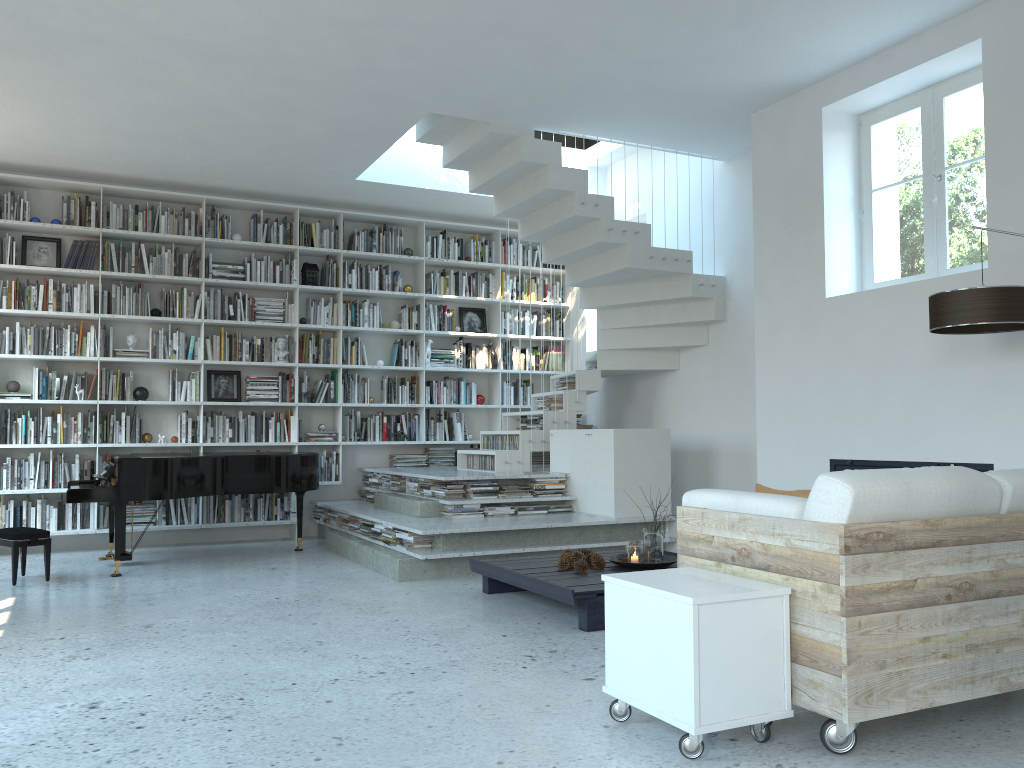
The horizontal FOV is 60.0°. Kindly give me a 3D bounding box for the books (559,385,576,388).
[{"bbox_3d":[0.564,0.023,8.261,0.191,0.014,0.244,0,-3,-13],"label":"books"}]

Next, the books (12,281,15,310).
[{"bbox_3d":[-4.174,-0.724,7.428,0.014,0.252,0.187,1,-3,-26],"label":"books"}]

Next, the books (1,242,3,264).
[{"bbox_3d":[-4.267,-1.072,7.427,0.012,0.214,0.132,1,-3,-26],"label":"books"}]

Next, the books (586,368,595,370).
[{"bbox_3d":[0.861,-0.146,8.736,0.184,0.006,0.262,1,-3,-20],"label":"books"}]

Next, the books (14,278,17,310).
[{"bbox_3d":[-4.161,-0.738,7.439,0.020,0.280,0.164,1,-3,-26],"label":"books"}]

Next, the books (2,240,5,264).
[{"bbox_3d":[-4.238,-1.075,7.401,0.018,0.218,0.186,1,-3,-26],"label":"books"}]

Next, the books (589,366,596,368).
[{"bbox_3d":[0.879,-0.170,8.743,0.160,0.008,0.239,1,-3,-17],"label":"books"}]

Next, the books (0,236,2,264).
[{"bbox_3d":[-4.256,-1.090,7.387,0.004,0.246,0.189,1,-3,-26],"label":"books"}]

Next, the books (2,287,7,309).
[{"bbox_3d":[-4.224,-0.697,7.390,0.026,0.195,0.175,1,-3,-26],"label":"books"}]

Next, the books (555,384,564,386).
[{"bbox_3d":[0.530,0.011,8.558,0.171,0.011,0.232,1,-3,-15],"label":"books"}]

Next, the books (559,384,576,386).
[{"bbox_3d":[0.571,0.011,8.263,0.187,0.009,0.261,1,-3,-16],"label":"books"}]

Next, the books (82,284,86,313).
[{"bbox_3d":[-3.708,-0.719,7.676,0.024,0.266,0.155,1,-3,-26],"label":"books"}]

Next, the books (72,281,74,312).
[{"bbox_3d":[-3.776,-0.729,7.624,0.012,0.280,0.188,1,-3,-26],"label":"books"}]

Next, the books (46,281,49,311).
[{"bbox_3d":[-3.946,-0.728,7.533,0.023,0.271,0.187,1,-3,-26],"label":"books"}]

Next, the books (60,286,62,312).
[{"bbox_3d":[-3.857,-0.707,7.583,0.013,0.232,0.171,1,-3,-26],"label":"books"}]

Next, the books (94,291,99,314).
[{"bbox_3d":[-3.598,-0.687,7.679,0.039,0.202,0.236,1,-3,-26],"label":"books"}]

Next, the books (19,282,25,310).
[{"bbox_3d":[-4.124,-0.721,7.464,0.047,0.249,0.134,1,-3,-26],"label":"books"}]

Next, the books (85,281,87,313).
[{"bbox_3d":[-3.679,-0.732,7.659,0.012,0.291,0.182,1,-3,-26],"label":"books"}]

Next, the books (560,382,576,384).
[{"bbox_3d":[0.572,-0.010,8.265,0.176,0.007,0.254,1,-3,-18],"label":"books"}]

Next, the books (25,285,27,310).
[{"bbox_3d":[-4.100,-0.710,7.481,0.012,0.230,0.149,1,-3,-26],"label":"books"}]

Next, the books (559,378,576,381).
[{"bbox_3d":[0.567,-0.040,8.264,0.191,0.013,0.243,1,-3,-15],"label":"books"}]

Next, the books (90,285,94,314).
[{"bbox_3d":[-3.642,-0.717,7.687,0.035,0.263,0.177,1,-3,-26],"label":"books"}]

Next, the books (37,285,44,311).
[{"bbox_3d":[-3.996,-0.712,7.524,0.047,0.238,0.162,1,-3,-26],"label":"books"}]

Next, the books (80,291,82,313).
[{"bbox_3d":[-3.721,-0.690,7.658,0.013,0.206,0.172,1,-3,-26],"label":"books"}]

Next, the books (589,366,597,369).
[{"bbox_3d":[0.874,-0.157,8.741,0.150,0.017,0.288,0,-3,-11],"label":"books"}]

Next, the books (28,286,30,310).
[{"bbox_3d":[-4.070,-0.704,7.477,0.014,0.218,0.164,1,-3,-26],"label":"books"}]

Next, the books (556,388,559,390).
[{"bbox_3d":[0.532,0.043,8.557,0.166,0.018,0.264,0,-3,-7],"label":"books"}]

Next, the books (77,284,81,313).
[{"bbox_3d":[-3.731,-0.719,7.640,0.022,0.263,0.174,1,-3,-26],"label":"books"}]

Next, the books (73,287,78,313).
[{"bbox_3d":[-3.755,-0.704,7.628,0.030,0.230,0.172,1,-3,-26],"label":"books"}]

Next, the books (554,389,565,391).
[{"bbox_3d":[0.531,0.056,8.557,0.176,0.009,0.275,0,-3,-13],"label":"books"}]

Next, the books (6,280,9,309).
[{"bbox_3d":[-4.215,-0.730,7.414,0.010,0.262,0.151,1,-3,-26],"label":"books"}]

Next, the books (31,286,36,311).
[{"bbox_3d":[-4.039,-0.703,7.492,0.031,0.217,0.173,1,-3,-26],"label":"books"}]

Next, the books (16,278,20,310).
[{"bbox_3d":[-4.143,-0.736,7.436,0.011,0.277,0.164,1,-3,-26],"label":"books"}]

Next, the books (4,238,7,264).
[{"bbox_3d":[-4.233,-1.087,7.417,0.019,0.243,0.153,1,-3,-26],"label":"books"}]

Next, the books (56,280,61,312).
[{"bbox_3d":[-3.879,-0.733,7.586,0.025,0.286,0.161,1,-3,-26],"label":"books"}]

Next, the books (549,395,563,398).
[{"bbox_3d":[0.455,0.114,7.972,0.234,0.025,0.157,-1,-3,11],"label":"books"}]

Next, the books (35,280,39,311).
[{"bbox_3d":[-4.022,-0.730,7.508,0.014,0.272,0.180,1,-3,-26],"label":"books"}]

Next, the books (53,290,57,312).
[{"bbox_3d":[-3.891,-0.690,7.548,0.029,0.195,0.192,1,-3,-26],"label":"books"}]

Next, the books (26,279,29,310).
[{"bbox_3d":[-4.087,-0.734,7.483,0.012,0.277,0.150,1,-3,-26],"label":"books"}]

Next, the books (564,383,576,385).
[{"bbox_3d":[0.582,0.000,8.267,0.154,0.014,0.197,0,-3,-13],"label":"books"}]

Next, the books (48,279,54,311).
[{"bbox_3d":[-3.920,-0.735,7.540,0.030,0.285,0.185,1,-3,-26],"label":"books"}]

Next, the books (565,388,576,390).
[{"bbox_3d":[0.593,0.050,8.268,0.130,0.014,0.249,0,-3,-13],"label":"books"}]

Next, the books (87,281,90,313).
[{"bbox_3d":[-3.669,-0.731,7.677,0.022,0.289,0.169,1,-3,-26],"label":"books"}]

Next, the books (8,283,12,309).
[{"bbox_3d":[-4.195,-0.713,7.419,0.030,0.230,0.172,1,-3,-26],"label":"books"}]

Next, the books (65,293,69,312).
[{"bbox_3d":[-3.822,-0.682,7.614,0.022,0.186,0.136,1,-3,-26],"label":"books"}]

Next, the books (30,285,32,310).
[{"bbox_3d":[-4.061,-0.709,7.489,0.011,0.229,0.170,1,-3,-26],"label":"books"}]

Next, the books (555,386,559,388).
[{"bbox_3d":[0.531,0.026,8.558,0.184,0.006,0.262,0,-3,-11],"label":"books"}]

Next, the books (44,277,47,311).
[{"bbox_3d":[-3.970,-0.744,7.542,0.014,0.303,0.151,1,-3,-26],"label":"books"}]

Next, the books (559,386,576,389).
[{"bbox_3d":[0.565,0.037,8.260,0.182,0.013,0.287,0,-3,-12],"label":"books"}]

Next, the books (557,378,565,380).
[{"bbox_3d":[0.536,-0.047,8.562,0.165,0.014,0.236,0,-3,-9],"label":"books"}]

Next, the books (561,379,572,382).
[{"bbox_3d":[0.575,-0.030,8.266,0.174,0.009,0.240,1,-3,-17],"label":"books"}]

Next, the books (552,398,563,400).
[{"bbox_3d":[0.456,0.139,7.978,0.184,0.016,0.179,0,-3,2],"label":"books"}]

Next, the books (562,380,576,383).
[{"bbox_3d":[0.585,-0.020,8.269,0.144,0.011,0.257,1,-3,-19],"label":"books"}]

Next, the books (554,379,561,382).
[{"bbox_3d":[0.526,-0.032,8.560,0.190,0.015,0.230,0,-3,-12],"label":"books"}]

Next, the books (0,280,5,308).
[{"bbox_3d":[-4.274,-0.728,7.394,0.062,0.258,0.153,1,-3,-26],"label":"books"}]

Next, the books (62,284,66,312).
[{"bbox_3d":[-3.845,-0.720,7.606,0.029,0.260,0.157,1,-3,-26],"label":"books"}]

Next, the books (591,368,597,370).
[{"bbox_3d":[0.866,-0.137,8.737,0.169,0.010,0.283,0,-3,-11],"label":"books"}]

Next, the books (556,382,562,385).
[{"bbox_3d":[0.532,-0.005,8.560,0.168,0.005,0.292,0,-3,-8],"label":"books"}]

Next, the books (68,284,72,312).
[{"bbox_3d":[-3.804,-0.718,7.630,0.035,0.260,0.131,1,-3,-26],"label":"books"}]
